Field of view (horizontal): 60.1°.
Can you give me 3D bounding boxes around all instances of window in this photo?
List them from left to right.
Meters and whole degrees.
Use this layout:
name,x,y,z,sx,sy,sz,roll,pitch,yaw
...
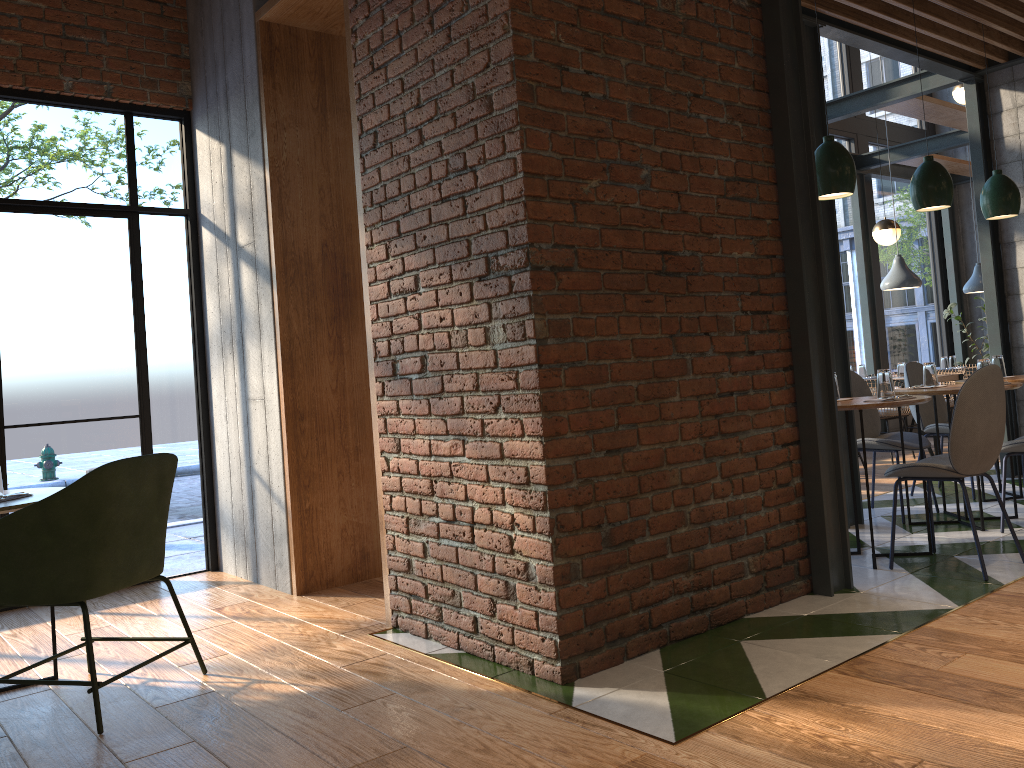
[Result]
name,x,y,z,sx,sy,sz,roll,pitch,yaw
window,-2.656,-0.199,4.554,2.138,2.705,0.097,-3,-2,-39
window,1.898,-2.431,8.376,8.731,5.609,0.127,-4,-2,-39

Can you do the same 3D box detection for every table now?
name,x,y,z,sx,sy,sz,roll,pitch,yaw
table,-1.965,0.770,3.158,0.805,0.688,0.808,-5,-1,35
table,1.683,0.455,4.290,0.699,0.748,0.699,-4,-1,8
table,3.506,0.304,8.389,0.659,0.707,1.268,-4,-1,-39
table,2.472,0.390,4.924,0.699,0.748,0.699,-4,-1,4
table,5.004,0.181,9.592,0.659,0.707,1.268,-4,-1,-39
table,3.167,0.333,5.482,0.700,0.748,0.698,-4,-1,-28

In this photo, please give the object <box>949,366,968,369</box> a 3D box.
name,x,y,z,sx,sy,sz,roll,pitch,yaw
object,4.971,-0.182,9.906,0.157,0.019,0.242,-5,1,-38

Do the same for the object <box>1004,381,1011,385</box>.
name,x,y,z,sx,sy,sz,roll,pitch,yaw
object,2.582,-0.002,4.796,0.243,0.019,0.157,-5,1,-42

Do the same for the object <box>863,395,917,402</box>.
name,x,y,z,sx,sy,sz,roll,pitch,yaw
object,1.762,0.066,4.146,0.243,0.019,0.157,-5,1,-35

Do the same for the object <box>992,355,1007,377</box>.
name,x,y,z,sx,sy,sz,roll,pitch,yaw
object,3.070,-0.111,5.593,0.080,0.138,0.080,-5,-2,29

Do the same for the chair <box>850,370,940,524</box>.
name,x,y,z,sx,sy,sz,roll,pitch,yaw
chair,2.201,0.338,5.261,0.419,0.889,0.506,-3,-2,-38

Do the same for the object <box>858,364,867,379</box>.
name,x,y,z,sx,sy,sz,roll,pitch,yaw
object,3.445,-0.124,8.711,0.080,0.138,0.080,-3,-2,-36

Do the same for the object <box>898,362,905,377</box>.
name,x,y,z,sx,sy,sz,roll,pitch,yaw
object,3.554,-0.127,8.074,0.080,0.138,0.080,-3,-2,-37

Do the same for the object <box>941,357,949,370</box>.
name,x,y,z,sx,sy,sz,roll,pitch,yaw
object,4.737,-0.229,9.697,0.080,0.138,0.080,-4,-2,-7

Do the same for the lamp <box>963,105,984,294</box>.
name,x,y,z,sx,sy,sz,roll,pitch,yaw
lamp,4.922,-3.239,9.697,0.353,4.499,0.352,-4,-2,-3

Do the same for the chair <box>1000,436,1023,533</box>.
name,x,y,z,sx,sy,sz,roll,pitch,yaw
chair,2.758,0.301,4.557,0.419,0.889,0.506,-3,-2,-43

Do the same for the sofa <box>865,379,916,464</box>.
name,x,y,z,sx,sy,sz,roll,pitch,yaw
sofa,3.064,0.328,8.035,0.471,0.734,1.089,-3,-1,-39

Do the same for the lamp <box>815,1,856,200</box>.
name,x,y,z,sx,sy,sz,roll,pitch,yaw
lamp,1.503,-1.928,4.385,0.224,2.025,0.223,-3,-3,-35

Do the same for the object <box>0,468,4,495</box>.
name,x,y,z,sx,sy,sz,roll,pitch,yaw
object,-1.870,0.342,3.176,0.080,0.138,0.080,-4,-2,-18

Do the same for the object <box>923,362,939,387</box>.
name,x,y,z,sx,sy,sz,roll,pitch,yaw
object,2.376,-0.054,5.034,0.080,0.138,0.080,-3,-2,-29

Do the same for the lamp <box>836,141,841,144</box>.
name,x,y,z,sx,sy,sz,roll,pitch,yaw
lamp,2.387,-3.555,7.102,0.268,3.801,0.268,-4,-2,4

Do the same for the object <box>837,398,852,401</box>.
name,x,y,z,sx,sy,sz,roll,pitch,yaw
object,1.586,0.077,4.430,0.243,0.019,0.157,-5,1,-35

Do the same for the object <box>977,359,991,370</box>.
name,x,y,z,sx,sy,sz,roll,pitch,yaw
object,2.578,-0.068,4.830,0.080,0.138,0.080,-4,-2,1

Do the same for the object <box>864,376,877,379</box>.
name,x,y,z,sx,sy,sz,roll,pitch,yaw
object,3.481,-0.060,8.706,0.157,0.019,0.242,-5,1,-39

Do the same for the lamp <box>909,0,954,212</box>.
name,x,y,z,sx,sy,sz,roll,pitch,yaw
lamp,2.292,-1.993,5.019,0.224,2.025,0.223,-3,-3,-35

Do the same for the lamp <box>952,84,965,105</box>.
name,x,y,z,sx,sy,sz,roll,pitch,yaw
lamp,4.621,-4.818,9.330,0.268,3.801,0.267,-4,-2,-18

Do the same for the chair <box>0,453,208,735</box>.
name,x,y,z,sx,sy,sz,roll,pitch,yaw
chair,-1.450,0.666,3.027,0.514,0.820,0.638,-5,-1,15

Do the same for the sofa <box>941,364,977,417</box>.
name,x,y,z,sx,sy,sz,roll,pitch,yaw
sofa,5.444,0.132,9.947,0.471,0.734,1.089,-3,-1,-39

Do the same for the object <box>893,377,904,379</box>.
name,x,y,z,sx,sy,sz,roll,pitch,yaw
object,3.533,-0.059,8.066,0.157,0.019,0.242,-5,1,-40

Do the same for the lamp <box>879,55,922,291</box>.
name,x,y,z,sx,sy,sz,roll,pitch,yaw
lamp,3.400,-3.112,8.208,0.352,4.499,0.352,-5,-2,13

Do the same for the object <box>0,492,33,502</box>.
name,x,y,z,sx,sy,sz,roll,pitch,yaw
object,-1.846,0.407,3.149,0.157,0.019,0.242,-4,0,9

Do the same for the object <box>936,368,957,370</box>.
name,x,y,z,sx,sy,sz,roll,pitch,yaw
object,4.719,-0.162,9.685,0.157,0.019,0.242,-5,1,-40

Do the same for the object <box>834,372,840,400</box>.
name,x,y,z,sx,sy,sz,roll,pitch,yaw
object,1.585,0.011,4.407,0.080,0.138,0.080,-6,-2,38

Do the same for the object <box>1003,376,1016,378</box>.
name,x,y,z,sx,sy,sz,roll,pitch,yaw
object,3.072,-0.045,5.616,0.243,0.019,0.157,-5,1,-34

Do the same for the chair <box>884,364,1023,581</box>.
name,x,y,z,sx,sy,sz,roll,pitch,yaw
chair,1.940,0.368,3.958,0.419,0.889,0.506,-3,-2,-38

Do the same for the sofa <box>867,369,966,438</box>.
name,x,y,z,sx,sy,sz,roll,pitch,yaw
sofa,3.943,0.255,8.741,0.471,0.734,1.089,-3,-1,-39

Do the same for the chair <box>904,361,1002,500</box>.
name,x,y,z,sx,sy,sz,roll,pitch,yaw
chair,2.904,0.280,5.852,0.419,0.889,0.506,-3,-2,-38

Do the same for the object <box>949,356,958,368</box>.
name,x,y,z,sx,sy,sz,roll,pitch,yaw
object,4.934,-0.246,9.910,0.080,0.138,0.080,-5,-2,25

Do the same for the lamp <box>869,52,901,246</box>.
name,x,y,z,sx,sy,sz,roll,pitch,yaw
lamp,3.663,-3.294,9.048,0.268,3.801,0.268,-5,-2,19

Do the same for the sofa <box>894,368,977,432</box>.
name,x,y,z,sx,sy,sz,roll,pitch,yaw
sofa,4.565,0.204,9.240,0.471,0.734,1.089,-3,-1,-39

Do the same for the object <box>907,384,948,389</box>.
name,x,y,z,sx,sy,sz,roll,pitch,yaw
object,2.374,0.012,5.057,0.243,0.019,0.157,-5,1,-42

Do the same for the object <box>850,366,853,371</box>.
name,x,y,z,sx,sy,sz,roll,pitch,yaw
object,3.228,-0.105,8.484,0.080,0.138,0.080,-5,-2,26

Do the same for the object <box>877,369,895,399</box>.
name,x,y,z,sx,sy,sz,roll,pitch,yaw
object,1.761,-0.001,4.180,0.080,0.138,0.080,-4,-2,-2

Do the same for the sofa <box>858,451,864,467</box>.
name,x,y,z,sx,sy,sz,roll,pitch,yaw
sofa,2.458,0.377,7.548,0.471,0.734,1.089,-3,-1,-39

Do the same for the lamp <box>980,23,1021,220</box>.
name,x,y,z,sx,sy,sz,roll,pitch,yaw
lamp,2.986,-2.050,5.577,0.224,2.025,0.223,-3,-3,-35

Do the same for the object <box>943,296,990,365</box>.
name,x,y,z,sx,sy,sz,roll,pitch,yaw
object,5.637,-0.273,10.352,0.899,1.500,0.857,-4,-2,-20
